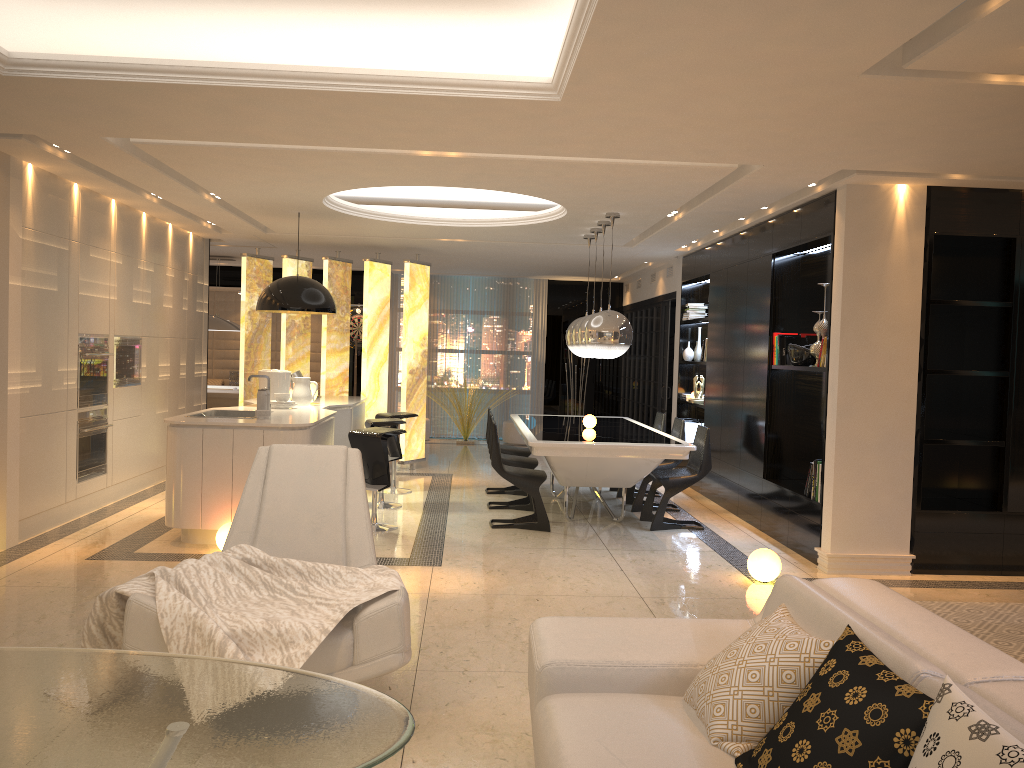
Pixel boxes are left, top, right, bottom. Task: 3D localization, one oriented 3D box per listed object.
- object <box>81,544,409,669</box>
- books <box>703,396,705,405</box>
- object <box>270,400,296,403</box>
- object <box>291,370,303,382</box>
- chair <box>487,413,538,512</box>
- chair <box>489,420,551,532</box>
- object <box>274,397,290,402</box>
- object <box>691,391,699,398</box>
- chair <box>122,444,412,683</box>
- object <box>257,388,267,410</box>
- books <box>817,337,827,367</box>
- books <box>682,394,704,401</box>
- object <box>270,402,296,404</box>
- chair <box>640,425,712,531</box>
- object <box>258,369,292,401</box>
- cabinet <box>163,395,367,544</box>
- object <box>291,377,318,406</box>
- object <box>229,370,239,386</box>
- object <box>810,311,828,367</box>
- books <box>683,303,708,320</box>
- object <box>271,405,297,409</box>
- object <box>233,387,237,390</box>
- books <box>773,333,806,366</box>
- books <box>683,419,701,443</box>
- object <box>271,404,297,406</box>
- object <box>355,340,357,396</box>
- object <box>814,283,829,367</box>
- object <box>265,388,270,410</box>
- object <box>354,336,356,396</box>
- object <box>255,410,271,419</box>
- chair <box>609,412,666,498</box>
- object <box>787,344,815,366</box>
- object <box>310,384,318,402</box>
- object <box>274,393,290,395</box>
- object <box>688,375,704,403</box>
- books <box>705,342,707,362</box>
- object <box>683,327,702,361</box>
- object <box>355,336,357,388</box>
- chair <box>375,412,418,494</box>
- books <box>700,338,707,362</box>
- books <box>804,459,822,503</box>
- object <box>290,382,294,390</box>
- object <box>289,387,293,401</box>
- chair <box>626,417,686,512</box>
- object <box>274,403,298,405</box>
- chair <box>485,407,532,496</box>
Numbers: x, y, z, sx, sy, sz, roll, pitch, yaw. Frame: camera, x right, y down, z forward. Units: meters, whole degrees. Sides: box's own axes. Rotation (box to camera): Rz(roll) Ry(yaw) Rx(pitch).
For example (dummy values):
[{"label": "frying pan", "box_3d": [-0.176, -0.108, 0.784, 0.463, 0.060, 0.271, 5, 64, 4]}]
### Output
[{"label": "object", "box_3d": [-1.111, 0.974, 3.537, 1.347, 0.580, 0.972, 3, 2, 34]}, {"label": "books", "box_3d": [2.156, 0.113, 9.445, 0.182, 0.232, 0.284, 2, 2, 0]}, {"label": "object", "box_3d": [-1.987, 0.156, 7.656, 0.229, 0.016, 0.229, 3, 2, 27]}, {"label": "object", "box_3d": [-2.256, -0.036, 9.123, 0.249, 0.212, 0.256, 3, 2, 32]}, {"label": "chair", "box_3d": [0.023, 0.712, 8.183, 0.496, 0.858, 0.523, 2, 2, -3]}, {"label": "chair", "box_3d": [0.066, 0.744, 7.318, 0.496, 0.858, 0.523, 2, 2, -3]}, {"label": "object", "box_3d": [-1.985, 0.136, 7.656, 0.138, 0.051, 0.138, 4, 3, 45]}, {"label": "object", "box_3d": [2.095, 0.140, 10.091, 0.125, 0.125, 0.125, 3, 3, 37]}, {"label": "chair", "box_3d": [-0.901, 0.781, 3.594, 1.027, 0.991, 0.983, 2, 2, -4]}, {"label": "object", "box_3d": [-1.861, 0.142, 6.598, 0.071, 0.219, 0.071, 1, 2, -12]}, {"label": "books", "box_3d": [2.313, -0.233, 6.332, 0.189, 0.238, 0.290, 2, 2, -4]}, {"label": "books", "box_3d": [2.102, 0.159, 10.305, 0.209, 0.073, 0.266, 2, 2, 0]}, {"label": "object", "box_3d": [-1.987, 0.165, 7.656, 0.229, 0.016, 0.229, 3, 2, 27]}, {"label": "chair", "box_3d": [1.383, 0.779, 7.509, 0.496, 0.858, 0.523, 2, 2, -3]}, {"label": "object", "box_3d": [-2.126, 0.031, 7.943, 0.288, 0.330, 0.288, 2, 2, 15]}, {"label": "cabinet", "box_3d": [-2.038, 0.639, 8.010, 1.046, 0.887, 3.752, 2, 2, -3]}, {"label": "object", "box_3d": [-1.909, 0.068, 8.121, 0.211, 0.254, 0.183, 0, 3, -41]}, {"label": "object", "box_3d": [-4.697, 0.027, 15.138, 0.247, 0.522, 0.124, 2, 2, -3]}, {"label": "object", "box_3d": [2.308, -0.337, 6.672, 0.121, 0.416, 0.121, 2, 2, -8]}, {"label": "books", "box_3d": [2.124, -0.832, 10.278, 0.259, 0.188, 0.302, 2, 2, 4]}, {"label": "object", "box_3d": [-1.987, 0.193, 7.658, 0.264, 0.033, 0.264, 0, 2, -34]}, {"label": "object", "box_3d": [-3.850, 0.072, 12.329, 0.057, 0.057, 0.057, 0, 2, -33]}, {"label": "books", "box_3d": [2.268, -0.283, 7.251, 0.210, 0.270, 0.236, 2, 2, -3]}, {"label": "books", "box_3d": [2.083, 0.549, 10.387, 0.210, 0.270, 0.236, 2, 2, -3]}, {"label": "object", "box_3d": [-1.987, 0.187, 7.657, 0.264, 0.033, 0.264, 0, 2, -34]}, {"label": "object", "box_3d": [-2.442, 0.057, 13.821, 0.026, 1.605, 0.027, 3, 3, 35]}, {"label": "object", "box_3d": [2.292, -0.430, 6.516, 0.121, 0.612, 0.121, 2, 2, -8]}, {"label": "object", "box_3d": [-1.867, 0.138, 6.704, 0.071, 0.219, 0.071, 1, 2, -26]}, {"label": "object", "box_3d": [-2.437, 0.059, 13.725, 0.026, 1.605, 0.027, 3, 3, 35]}, {"label": "object", "box_3d": [-1.829, 0.224, 6.517, 0.111, 0.062, 0.111, 2, 2, 18]}, {"label": "chair", "box_3d": [1.300, 0.717, 9.162, 0.496, 0.858, 0.523, 2, 2, -3]}, {"label": "object", "box_3d": [2.265, -0.222, 6.941, 0.193, 0.177, 0.375, 2, 2, -2]}, {"label": "object", "box_3d": [-1.937, 0.080, 8.347, 0.212, 0.214, 0.213, 0, 3, -42]}, {"label": "object", "box_3d": [-1.985, 0.108, 7.655, 0.138, 0.051, 0.138, 4, 3, 45]}, {"label": "object", "box_3d": [2.087, 0.057, 9.920, 0.177, 0.311, 0.177, 2, 2, -3]}, {"label": "books", "box_3d": [2.174, -0.362, 9.417, 0.212, 0.261, 0.252, 2, 2, -3]}, {"label": "object", "box_3d": [2.093, -0.461, 10.279, 0.210, 0.395, 0.180, 2, 2, 0]}, {"label": "object", "box_3d": [-2.440, 0.057, 13.773, 0.026, 1.605, 0.027, 3, 3, 35]}, {"label": "chair", "box_3d": [-1.180, 0.683, 8.881, 0.380, 0.789, 0.380, 0, 3, -35]}, {"label": "books", "box_3d": [2.163, -0.367, 9.625, 0.207, 0.256, 0.245, 2, 2, -4]}, {"label": "books", "box_3d": [2.270, 0.686, 6.394, 0.222, 0.296, 0.345, 2, 2, -3]}, {"label": "object", "box_3d": [-2.251, 0.050, 9.129, 0.266, 0.147, 0.253, 4, 3, 40]}, {"label": "object", "box_3d": [-2.147, 0.096, 8.266, 0.211, 0.174, 0.211, 4, 3, 44]}, {"label": "chair", "box_3d": [1.341, 0.747, 8.357, 0.496, 0.858, 0.523, 2, 2, -3]}, {"label": "object", "box_3d": [-1.987, 0.181, 7.657, 0.264, 0.033, 0.264, 0, 2, -34]}, {"label": "chair", "box_3d": [-0.019, 0.680, 9.031, 0.496, 0.858, 0.523, 2, 2, -3]}]
